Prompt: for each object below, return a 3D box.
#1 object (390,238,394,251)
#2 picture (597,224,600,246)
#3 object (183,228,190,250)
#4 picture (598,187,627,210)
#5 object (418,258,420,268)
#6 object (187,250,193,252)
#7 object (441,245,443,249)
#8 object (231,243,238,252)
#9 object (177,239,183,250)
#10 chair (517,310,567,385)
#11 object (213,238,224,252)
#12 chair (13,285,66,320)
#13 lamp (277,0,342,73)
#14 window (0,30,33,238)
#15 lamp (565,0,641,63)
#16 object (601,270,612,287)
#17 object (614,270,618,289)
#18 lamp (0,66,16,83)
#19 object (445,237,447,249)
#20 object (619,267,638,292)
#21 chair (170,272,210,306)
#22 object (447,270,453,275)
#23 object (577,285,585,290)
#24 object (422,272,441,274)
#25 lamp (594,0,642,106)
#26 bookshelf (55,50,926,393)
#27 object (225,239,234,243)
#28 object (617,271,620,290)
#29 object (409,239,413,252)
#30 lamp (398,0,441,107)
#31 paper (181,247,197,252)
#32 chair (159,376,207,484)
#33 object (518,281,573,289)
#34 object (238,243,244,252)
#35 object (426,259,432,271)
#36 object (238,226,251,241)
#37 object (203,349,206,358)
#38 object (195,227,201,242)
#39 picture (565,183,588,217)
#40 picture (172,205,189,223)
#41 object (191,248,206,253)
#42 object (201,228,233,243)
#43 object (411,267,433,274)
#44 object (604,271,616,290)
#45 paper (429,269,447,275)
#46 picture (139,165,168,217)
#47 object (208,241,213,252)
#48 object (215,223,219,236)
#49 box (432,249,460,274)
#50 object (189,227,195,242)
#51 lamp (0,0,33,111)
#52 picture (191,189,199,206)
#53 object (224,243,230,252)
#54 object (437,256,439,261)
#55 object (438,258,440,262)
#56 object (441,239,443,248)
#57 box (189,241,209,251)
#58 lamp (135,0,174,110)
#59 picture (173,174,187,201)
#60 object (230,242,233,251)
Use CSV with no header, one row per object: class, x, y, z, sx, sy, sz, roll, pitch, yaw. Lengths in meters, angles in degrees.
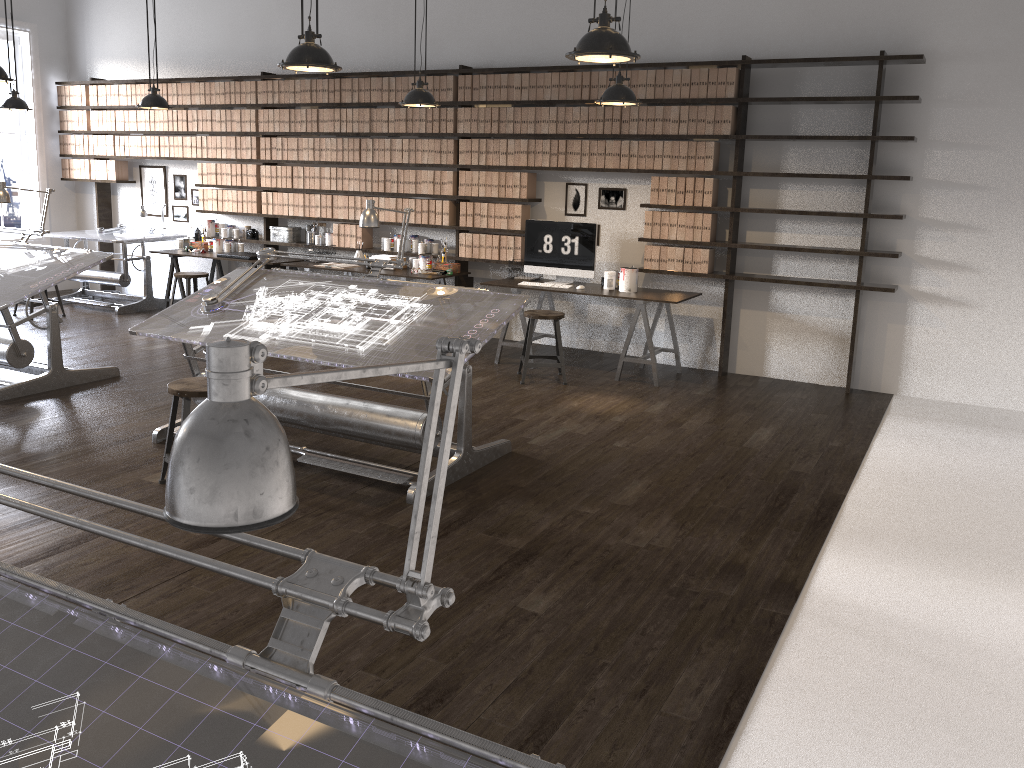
object,-1.153,-1.335,8.471,0.045,0.126,0.044,7,12,27
picture,0.644,-1.301,7.695,0.252,0.182,0.023,8,12,27
object,-3.414,-1.522,9.281,0.069,0.227,0.068,7,12,24
picture,0.854,-1.576,7.536,0.252,0.182,0.023,8,12,27
object,-0.845,-1.103,8.133,0.045,0.100,0.044,8,12,27
object,-3.309,-1.367,9.104,0.006,0.006,0.158,3,13,7
object,-0.612,-1.161,7.901,0.038,0.152,0.008,-1,11,-13
object,-2.873,-1.408,9.163,0.062,0.092,0.064,-1,12,-13
object,-3.484,-1.468,9.313,0.068,0.103,0.069,9,13,31
chair,0.238,-0.284,6.773,0.358,0.523,0.375,1,11,-4
object,-3.045,-1.438,9.185,0.105,0.140,0.105,6,12,20
chair,-4.734,-0.930,8.847,0.373,0.523,0.360,10,14,35
lamp,-0.961,-2.651,4.171,0.313,2.232,0.313,-6,13,-37
window,-5.871,-2.710,9.644,0.153,2.288,1.253,7,12,27
lamp,0.410,-2.441,3.461,0.311,2.232,0.315,3,11,7
object,0.781,-0.869,7.292,0.096,0.141,0.092,3,11,7
object,0.859,-0.846,7.193,0.096,0.142,0.097,-9,16,-44
lamp,-3.260,-3.003,5.360,0.314,2.232,0.312,-7,14,-41
object,-0.592,-1.196,7.909,0.020,0.226,0.007,-4,12,-31
object,0.923,-0.821,7.008,0.144,0.194,0.146,2,11,0
chair,-3.083,-0.804,8.540,0.373,0.523,0.360,10,14,35
object,-0.545,-0.981,7.782,0.049,0.037,0.049,9,14,30
object,0.552,-0.772,7.071,0.059,0.028,0.107,7,14,23
object,-0.707,-0.973,7.763,0.171,0.017,0.011,1,11,-4
lamp,0.730,-2.929,5.588,0.313,2.232,0.313,-6,13,-37
bookshelf,-1.198,-1.391,8.587,9.202,3.178,0.376,9,12,27
object,-2.953,-1.446,9.257,0.095,0.127,0.094,9,13,31
object,0.881,-0.826,7.108,0.068,0.153,0.069,3,11,4
object,-0.959,-1.313,8.403,0.045,0.126,0.044,-9,15,-44
lamp,-0.642,-3.139,6.298,0.313,2.232,0.313,-6,13,-37
paper,-3.316,-1.388,9.146,0.155,0.038,0.139,5,13,13
chair,-1.472,0.255,4.234,0.359,0.523,0.374,-6,14,-33
object,0.271,-0.804,7.202,0.440,0.017,0.119,7,14,23
object,-2.810,-1.411,9.183,0.062,0.093,0.062,-1,12,-13
object,-0.743,-1.062,7.952,0.050,0.111,0.049,8,13,30
object,-2.815,-1.585,9.351,0.107,0.160,0.238,1,12,-7
object,-1.803,-0.035,5.721,0.354,0.374,0.355,-8,15,-40
object,-3.341,-1.551,9.417,0.069,0.227,0.068,7,12,24
picture,0.559,-1.601,7.693,0.202,0.282,0.022,8,12,27
picture,-3.729,-1.916,9.968,0.252,0.182,0.023,8,12,27
object,-3.210,-1.370,9.067,0.132,0.050,0.198,-6,15,-32
object,-3.112,-1.570,9.349,0.346,0.145,0.077,-9,15,-39
object,-0.799,-1.001,7.819,0.197,0.050,0.133,1,13,-2
object,0.786,-0.830,7.114,0.095,0.143,0.095,-6,14,-36
paper,-0.673,-0.983,7.778,0.156,0.038,0.138,13,17,41
picture,-4.085,-2.199,10.103,0.416,0.569,0.040,8,12,27
object,-3.123,-1.427,9.183,0.050,0.111,0.049,7,12,24
object,-3.179,-1.666,9.553,0.050,0.138,0.051,7,12,25
box,-0.584,-1.096,7.889,0.212,0.205,0.138,8,13,27
object,-3.380,-1.539,9.343,0.069,0.235,0.068,7,12,24
lamp,-4.821,-3.778,8.457,0.311,2.232,0.315,3,11,7
picture,-3.450,-2.061,9.792,0.252,0.182,0.023,8,12,27
object,-2.942,-1.408,9.150,0.062,0.093,0.062,-3,12,-22
object,-0.680,-1.088,7.976,0.040,0.129,0.005,7,12,26
object,-0.668,-1.088,7.996,0.041,0.123,0.005,7,11,24
object,-0.616,-1.188,7.907,0.055,0.212,0.007,9,13,34
box,-3.257,-1.445,9.283,0.212,0.082,0.138,8,14,27
lamp,-3.100,-3.516,7.571,0.311,2.232,0.315,3,11,7
picture,-3.710,-2.201,9.912,0.202,0.282,0.022,8,12,27
object,-2.913,-1.420,9.204,0.045,0.100,0.044,7,12,27
